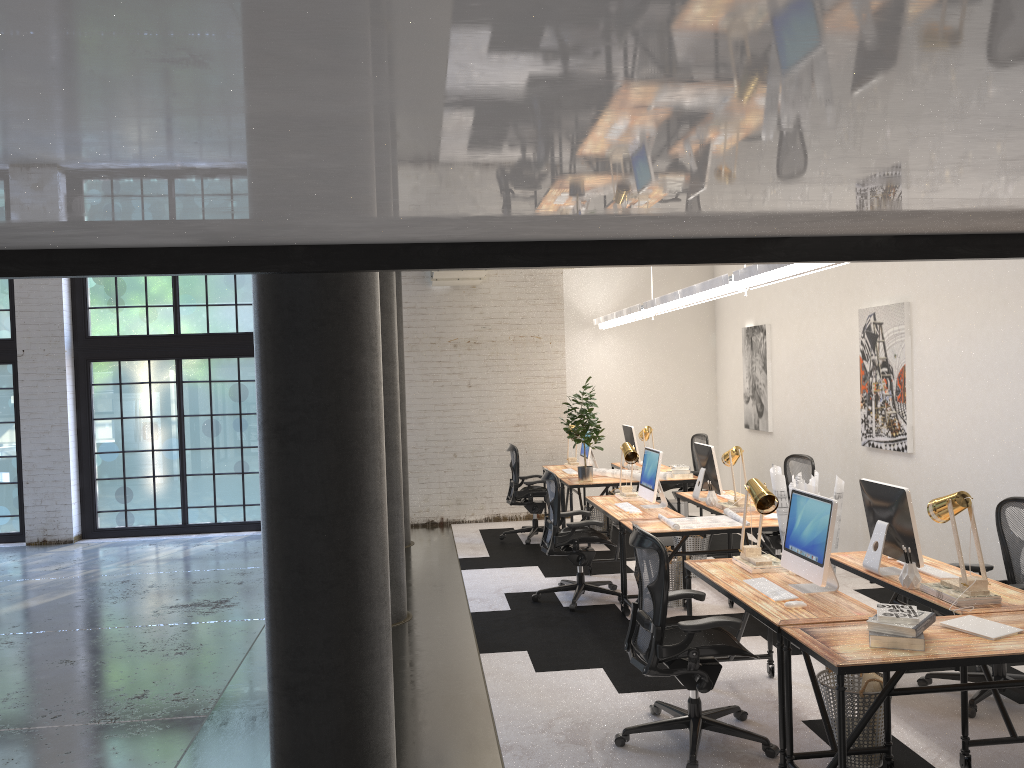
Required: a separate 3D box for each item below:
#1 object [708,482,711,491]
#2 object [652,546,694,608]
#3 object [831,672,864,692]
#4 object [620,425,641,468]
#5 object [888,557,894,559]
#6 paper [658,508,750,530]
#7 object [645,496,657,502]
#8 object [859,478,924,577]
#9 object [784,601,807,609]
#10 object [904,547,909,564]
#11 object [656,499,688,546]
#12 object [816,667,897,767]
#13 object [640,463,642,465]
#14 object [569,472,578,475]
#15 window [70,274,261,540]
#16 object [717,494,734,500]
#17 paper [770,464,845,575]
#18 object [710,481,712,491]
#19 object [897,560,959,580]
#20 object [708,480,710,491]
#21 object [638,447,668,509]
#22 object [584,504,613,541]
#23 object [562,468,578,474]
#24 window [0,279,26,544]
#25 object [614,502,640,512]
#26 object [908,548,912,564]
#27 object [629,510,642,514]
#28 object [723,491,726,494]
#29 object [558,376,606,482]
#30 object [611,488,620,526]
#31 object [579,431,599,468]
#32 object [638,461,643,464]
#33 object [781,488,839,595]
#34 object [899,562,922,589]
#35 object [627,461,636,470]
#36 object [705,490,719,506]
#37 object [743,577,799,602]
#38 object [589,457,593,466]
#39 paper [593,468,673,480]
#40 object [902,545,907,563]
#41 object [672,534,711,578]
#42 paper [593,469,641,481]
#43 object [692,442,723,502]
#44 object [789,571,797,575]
[{"bbox_3d":[1.637,0.903,7.303,0.054,0.207,0.008,-2,1,-19],"label":"object"},{"bbox_3d":[1.267,1.529,7.034,0.353,0.435,0.358,-2,1,-10],"label":"object"},{"bbox_3d":[1.962,1.524,5.116,0.353,0.435,0.358,-2,1,-10],"label":"object"},{"bbox_3d":[1.363,0.725,10.317,0.189,0.485,0.483,-2,1,-6],"label":"object"},{"bbox_3d":[2.217,0.992,5.106,0.106,0.029,0.059,-2,1,-5],"label":"object"},{"bbox_3d":[1.409,0.997,6.552,0.625,0.061,0.567,-2,1,-8],"label":"paper"},{"bbox_3d":[1.199,0.955,7.685,0.101,0.127,0.101,-1,1,39],"label":"object"},{"bbox_3d":[2.013,0.775,4.777,0.189,0.485,0.483,-2,1,-6],"label":"object"},{"bbox_3d":[1.325,1.029,4.143,0.106,0.029,0.059,-2,1,-5],"label":"object"},{"bbox_3d":[1.983,0.917,4.426,0.054,0.207,0.008,-2,1,-19],"label":"object"},{"bbox_3d":[1.580,1.470,9.394,0.544,0.455,0.221,-2,1,-6],"label":"object"},{"bbox_3d":[1.613,1.543,4.158,0.353,0.435,0.358,-2,1,-10],"label":"object"},{"bbox_3d":[1.595,0.951,10.320,0.118,0.018,0.439,-2,1,-6],"label":"object"},{"bbox_3d":[0.676,0.979,9.684,0.106,0.029,0.059,-2,1,-5],"label":"object"},{"bbox_3d":[-4.198,-0.649,11.126,2.491,5.181,0.137,-2,1,-6],"label":"window"},{"bbox_3d":[1.898,0.986,7.656,0.118,0.018,0.439,-2,1,-6],"label":"object"},{"bbox_3d":[2.010,1.131,6.037,0.412,1.198,0.440,-3,1,-28],"label":"paper"},{"bbox_3d":[1.649,0.902,7.300,0.054,0.207,0.008,-3,2,-41],"label":"object"},{"bbox_3d":[2.244,1.000,4.780,0.118,0.018,0.439,-2,1,-6],"label":"object"},{"bbox_3d":[1.638,0.901,7.327,0.008,0.207,0.054,-2,1,-23],"label":"object"},{"bbox_3d":[1.169,0.779,7.338,0.189,0.485,0.483,-2,1,-6],"label":"object"},{"bbox_3d":[0.964,1.494,9.699,0.353,0.435,0.358,-2,1,-10],"label":"object"},{"bbox_3d":[0.649,0.984,10.011,0.118,0.018,0.439,-2,1,-6],"label":"object"},{"bbox_3d":[-7.194,-0.550,10.815,2.491,5.181,0.137,-2,1,-6],"label":"window"},{"bbox_3d":[0.953,1.019,7.346,0.118,0.018,0.439,-2,1,-6],"label":"object"},{"bbox_3d":[1.995,0.916,4.424,0.054,0.207,0.008,-3,2,-41],"label":"object"},{"bbox_3d":[0.979,1.015,7.019,0.106,0.029,0.059,-2,1,-5],"label":"object"},{"bbox_3d":[1.871,0.978,7.983,0.106,0.029,0.059,-2,1,-5],"label":"object"},{"bbox_3d":[0.722,0.461,9.111,0.438,1.078,0.513,-2,1,-15],"label":"object"},{"bbox_3d":[1.313,1.475,10.657,0.353,0.435,0.358,-2,1,-10],"label":"object"},{"bbox_3d":[0.865,0.744,10.002,0.189,0.485,0.483,-2,1,-6],"label":"object"},{"bbox_3d":[1.567,0.942,10.647,0.106,0.029,0.059,-2,1,-5],"label":"object"},{"bbox_3d":[1.514,0.793,4.462,0.189,0.485,0.483,-2,1,-6],"label":"object"},{"bbox_3d":[1.994,0.958,4.439,0.101,0.127,0.101,-1,1,39],"label":"object"},{"bbox_3d":[1.345,0.908,9.979,0.101,0.127,0.101,-1,1,39],"label":"object"},{"bbox_3d":[1.648,0.944,7.315,0.101,0.127,0.101,-1,1,39],"label":"object"},{"bbox_3d":[1.298,1.033,4.470,0.118,0.018,0.439,-2,1,-6],"label":"object"},{"bbox_3d":[0.896,0.919,10.349,0.101,0.127,0.101,-1,1,39],"label":"object"},{"bbox_3d":[1.223,0.938,9.354,0.083,0.082,1.134,-3,1,-41],"label":"paper"},{"bbox_3d":[1.984,0.916,4.450,0.008,0.207,0.054,-2,1,-23],"label":"object"},{"bbox_3d":[1.617,1.510,7.993,0.353,0.435,0.358,-2,1,-10],"label":"object"},{"bbox_3d":[1.057,0.944,9.337,0.083,0.082,1.134,-2,1,-31],"label":"paper"},{"bbox_3d":[1.667,0.761,7.653,0.189,0.485,0.483,-2,1,-6],"label":"object"},{"bbox_3d":[1.545,0.969,4.808,0.101,0.127,0.101,-1,1,39],"label":"object"}]
